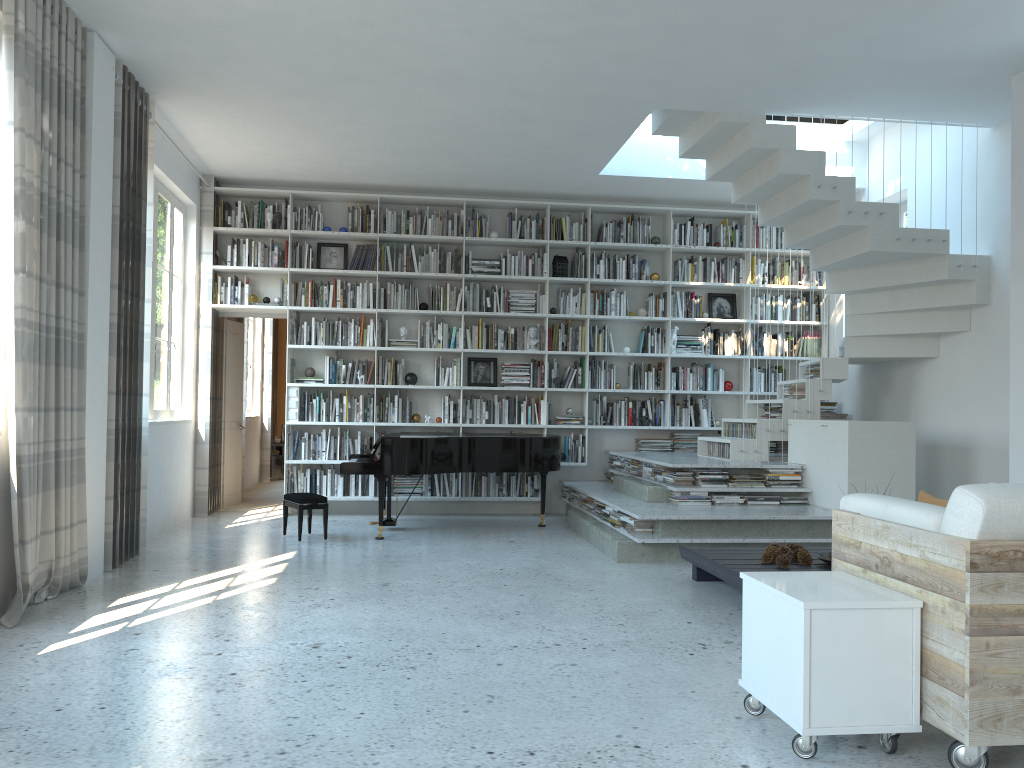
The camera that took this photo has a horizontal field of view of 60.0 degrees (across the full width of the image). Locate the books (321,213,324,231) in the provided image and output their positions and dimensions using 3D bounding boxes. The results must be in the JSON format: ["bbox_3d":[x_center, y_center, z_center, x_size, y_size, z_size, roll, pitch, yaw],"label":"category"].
[{"bbox_3d":[-1.869,-1.570,8.755,0.013,0.210,0.136,1,-1,-7],"label":"books"}]

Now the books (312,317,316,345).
[{"bbox_3d":[-1.948,-0.506,8.717,0.023,0.281,0.174,1,-1,-7],"label":"books"}]

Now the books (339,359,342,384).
[{"bbox_3d":[-1.687,-0.117,8.750,0.022,0.249,0.129,1,-1,-7],"label":"books"}]

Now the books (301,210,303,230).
[{"bbox_3d":[-2.052,-1.582,8.715,0.013,0.225,0.177,1,-1,-7],"label":"books"}]

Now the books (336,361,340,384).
[{"bbox_3d":[-1.715,-0.109,8.753,0.030,0.231,0.148,1,-1,-7],"label":"books"}]

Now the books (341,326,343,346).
[{"bbox_3d":[-1.673,-0.462,8.757,0.021,0.205,0.130,1,-1,-7],"label":"books"}]

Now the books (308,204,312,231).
[{"bbox_3d":[-1.985,-1.608,8.708,0.015,0.279,0.190,1,-1,-7],"label":"books"}]

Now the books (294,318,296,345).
[{"bbox_3d":[-2.116,-0.502,8.678,0.027,0.266,0.176,1,-1,-7],"label":"books"}]

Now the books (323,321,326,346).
[{"bbox_3d":[-1.839,-0.487,8.716,0.021,0.247,0.189,1,-1,-7],"label":"books"}]

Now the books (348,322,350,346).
[{"bbox_3d":[-1.609,-0.484,8.768,0.011,0.251,0.139,1,-1,-7],"label":"books"}]

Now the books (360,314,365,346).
[{"bbox_3d":[-1.482,-0.519,8.774,0.035,0.325,0.170,1,-1,-7],"label":"books"}]

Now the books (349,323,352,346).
[{"bbox_3d":[-1.591,-0.479,8.780,0.028,0.242,0.131,1,-1,-7],"label":"books"}]

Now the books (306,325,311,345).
[{"bbox_3d":[-1.992,-0.468,8.688,0.028,0.203,0.188,1,-1,-7],"label":"books"}]

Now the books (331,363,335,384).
[{"bbox_3d":[-1.750,-0.099,8.709,0.029,0.208,0.189,1,-1,-7],"label":"books"}]

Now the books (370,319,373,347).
[{"bbox_3d":[-1.393,-0.497,8.793,0.027,0.286,0.148,1,-1,-7],"label":"books"}]

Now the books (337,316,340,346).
[{"bbox_3d":[-1.709,-0.510,8.742,0.013,0.300,0.151,1,-1,-7],"label":"books"}]

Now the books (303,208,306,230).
[{"bbox_3d":[-2.039,-1.590,8.722,0.016,0.243,0.156,1,-1,-7],"label":"books"}]

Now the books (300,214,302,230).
[{"bbox_3d":[-2.070,-1.566,8.729,0.017,0.194,0.129,1,-1,-7],"label":"books"}]

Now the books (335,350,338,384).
[{"bbox_3d":[-1.734,-0.161,8.746,0.011,0.336,0.153,1,-1,-7],"label":"books"}]

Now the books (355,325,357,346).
[{"bbox_3d":[-1.540,-0.467,8.776,0.021,0.220,0.148,1,-1,-7],"label":"books"}]

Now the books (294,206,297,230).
[{"bbox_3d":[-2.125,-1.600,8.717,0.007,0.259,0.156,1,-1,-7],"label":"books"}]

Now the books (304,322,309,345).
[{"bbox_3d":[-2.018,-0.485,8.695,0.022,0.235,0.177,1,-1,-7],"label":"books"}]

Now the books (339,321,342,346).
[{"bbox_3d":[-1.694,-0.488,8.754,0.021,0.256,0.156,1,-1,-7],"label":"books"}]

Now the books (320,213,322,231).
[{"bbox_3d":[-1.880,-1.567,8.743,0.014,0.202,0.170,1,-1,-7],"label":"books"}]

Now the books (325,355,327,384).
[{"bbox_3d":[-1.828,-0.138,8.723,0.012,0.285,0.159,1,-1,-7],"label":"books"}]

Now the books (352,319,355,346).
[{"bbox_3d":[-1.566,-0.496,8.754,0.015,0.275,0.157,1,-1,-7],"label":"books"}]

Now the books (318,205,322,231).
[{"bbox_3d":[-1.896,-1.612,8.759,0.015,0.293,0.131,1,-1,-7],"label":"books"}]

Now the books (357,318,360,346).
[{"bbox_3d":[-1.522,-0.503,8.783,0.015,0.292,0.144,1,-1,-7],"label":"books"}]

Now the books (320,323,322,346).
[{"bbox_3d":[-1.869,-0.479,8.722,0.014,0.230,0.148,1,-1,-7],"label":"books"}]

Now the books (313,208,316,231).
[{"bbox_3d":[-1.948,-1.593,8.737,0.013,0.252,0.129,1,-1,-7],"label":"books"}]

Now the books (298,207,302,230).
[{"bbox_3d":[-2.082,-1.594,8.714,0.012,0.249,0.180,1,-1,-7],"label":"books"}]

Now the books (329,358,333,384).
[{"bbox_3d":[-1.783,-0.122,8.735,0.031,0.255,0.143,1,-1,-7],"label":"books"}]

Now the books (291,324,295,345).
[{"bbox_3d":[-2.141,-0.473,8.691,0.026,0.209,0.155,1,-1,-7],"label":"books"}]

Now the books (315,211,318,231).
[{"bbox_3d":[-1.917,-1.574,8.724,0.021,0.213,0.173,1,-1,-7],"label":"books"}]

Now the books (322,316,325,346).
[{"bbox_3d":[-1.856,-0.510,8.722,0.011,0.293,0.183,1,-1,-7],"label":"books"}]

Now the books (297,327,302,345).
[{"bbox_3d":[-2.073,-0.459,8.686,0.037,0.182,0.189,1,-1,-7],"label":"books"}]

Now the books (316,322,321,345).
[{"bbox_3d":[-1.903,-0.485,8.737,0.049,0.243,0.139,1,-1,-7],"label":"books"}]

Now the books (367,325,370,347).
[{"bbox_3d":[-1.421,-0.467,8.784,0.031,0.223,0.144,1,-1,-7],"label":"books"}]

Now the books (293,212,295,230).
[{"bbox_3d":[-2.136,-1.573,8.709,0.017,0.204,0.142,1,-1,-7],"label":"books"}]

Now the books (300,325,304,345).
[{"bbox_3d":[-2.052,-0.471,8.707,0.042,0.208,0.143,1,-1,-7],"label":"books"}]

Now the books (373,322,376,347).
[{"bbox_3d":[-1.361,-0.482,8.798,0.036,0.257,0.123,1,-1,-7],"label":"books"}]

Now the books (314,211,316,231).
[{"bbox_3d":[-1.935,-1.577,8.729,0.013,0.219,0.181,1,-1,-7],"label":"books"}]

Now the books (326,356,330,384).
[{"bbox_3d":[-1.810,-0.132,8.724,0.024,0.273,0.150,1,-1,-7],"label":"books"}]

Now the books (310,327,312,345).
[{"bbox_3d":[-1.973,-0.459,8.735,0.021,0.187,0.129,1,-1,-7],"label":"books"}]

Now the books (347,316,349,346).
[{"bbox_3d":[-1.620,-0.510,8.772,0.011,0.304,0.130,1,-1,-7],"label":"books"}]

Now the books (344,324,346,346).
[{"bbox_3d":[-1.643,-0.473,8.758,0.013,0.227,0.151,1,-1,-7],"label":"books"}]

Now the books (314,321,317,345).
[{"bbox_3d":[-1.930,-0.488,8.710,0.011,0.246,0.176,1,-1,-7],"label":"books"}]

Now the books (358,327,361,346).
[{"bbox_3d":[-1.507,-0.458,8.769,0.013,0.203,0.161,1,-1,-7],"label":"books"}]

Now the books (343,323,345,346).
[{"bbox_3d":[-1.655,-0.474,8.745,0.013,0.229,0.177,1,-1,-7],"label":"books"}]

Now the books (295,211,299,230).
[{"bbox_3d":[-2.106,-1.575,8.718,0.032,0.210,0.158,1,-1,-7],"label":"books"}]

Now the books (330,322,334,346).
[{"bbox_3d":[-1.774,-0.483,8.733,0.023,0.242,0.184,1,-1,-7],"label":"books"}]

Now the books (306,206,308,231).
[{"bbox_3d":[-2.009,-1.599,8.722,0.016,0.261,0.154,1,-1,-7],"label":"books"}]

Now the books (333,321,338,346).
[{"bbox_3d":[-1.741,-0.489,8.755,0.048,0.256,0.141,1,-1,-7],"label":"books"}]

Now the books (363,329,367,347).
[{"bbox_3d":[-1.451,-0.447,8.780,0.030,0.183,0.152,1,-1,-7],"label":"books"}]

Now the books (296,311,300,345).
[{"bbox_3d":[-2.096,-0.535,8.678,0.012,0.333,0.184,1,-1,-7],"label":"books"}]

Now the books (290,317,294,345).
[{"bbox_3d":[-2.161,-0.511,8.698,0.012,0.285,0.159,1,-1,-7],"label":"books"}]

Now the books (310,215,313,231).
[{"bbox_3d":[-1.967,-1.559,8.728,0.026,0.182,0.161,1,-1,-7],"label":"books"}]

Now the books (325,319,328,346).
[{"bbox_3d":[-1.825,-0.498,8.736,0.011,0.271,0.157,1,-1,-7],"label":"books"}]

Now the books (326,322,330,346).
[{"bbox_3d":[-1.806,-0.481,8.721,0.024,0.237,0.167,1,-1,-7],"label":"books"}]
